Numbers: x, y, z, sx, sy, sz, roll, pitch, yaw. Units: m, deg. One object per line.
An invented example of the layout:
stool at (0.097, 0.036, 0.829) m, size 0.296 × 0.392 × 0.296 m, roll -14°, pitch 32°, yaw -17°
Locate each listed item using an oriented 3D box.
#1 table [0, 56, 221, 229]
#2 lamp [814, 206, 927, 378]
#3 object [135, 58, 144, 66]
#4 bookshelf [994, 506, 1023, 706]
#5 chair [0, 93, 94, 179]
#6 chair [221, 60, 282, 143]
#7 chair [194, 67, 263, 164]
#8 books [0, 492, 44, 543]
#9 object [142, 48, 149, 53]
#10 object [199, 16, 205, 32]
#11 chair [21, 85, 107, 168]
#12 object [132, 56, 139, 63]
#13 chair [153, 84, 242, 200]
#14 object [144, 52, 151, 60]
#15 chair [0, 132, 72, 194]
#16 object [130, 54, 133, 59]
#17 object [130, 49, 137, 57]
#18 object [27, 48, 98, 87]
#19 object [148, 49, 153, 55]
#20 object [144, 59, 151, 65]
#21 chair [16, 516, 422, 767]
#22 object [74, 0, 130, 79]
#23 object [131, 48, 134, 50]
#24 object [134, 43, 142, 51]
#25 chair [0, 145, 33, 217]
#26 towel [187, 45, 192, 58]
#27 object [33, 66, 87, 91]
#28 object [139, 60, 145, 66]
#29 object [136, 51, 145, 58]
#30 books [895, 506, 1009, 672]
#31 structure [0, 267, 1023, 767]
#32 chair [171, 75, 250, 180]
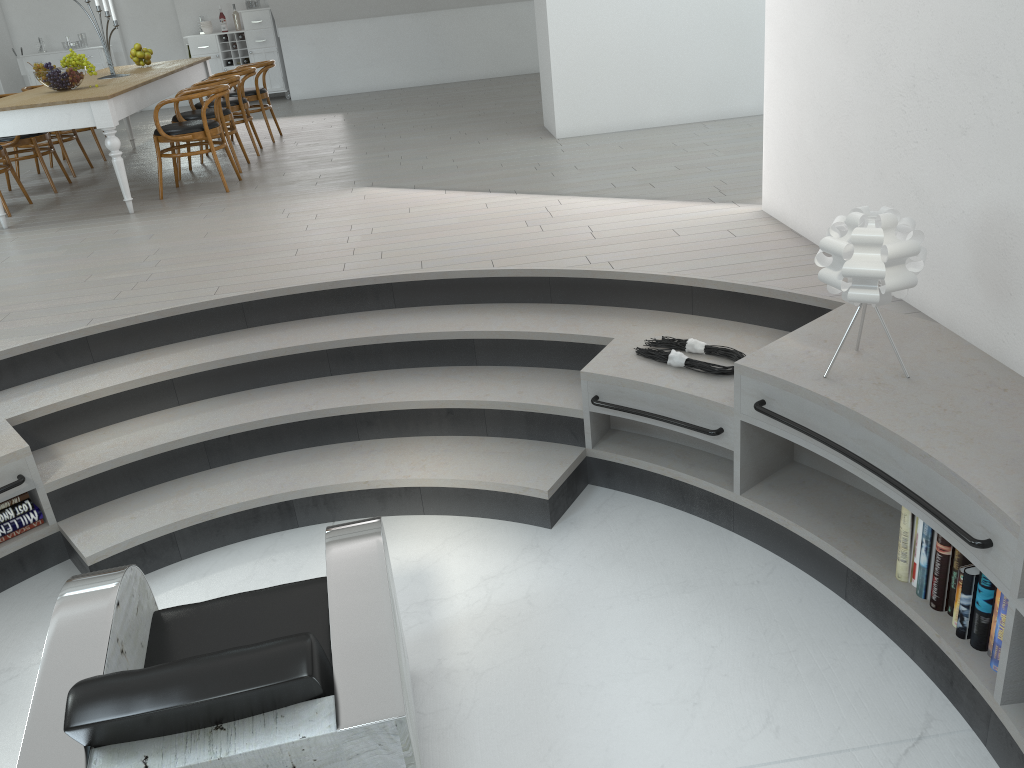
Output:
table at (-3.292, -2.156, 7.459) m, size 1.018 × 0.790 × 3.385 m, roll -8°, pitch 25°, yaw -3°
lamp at (1.116, -0.288, 2.779) m, size 0.306 × 0.519 × 0.308 m, roll -12°, pitch 25°, yaw -14°
object at (-3.465, -2.997, 8.241) m, size 0.078 × 0.073 × 0.081 m, roll 14°, pitch 31°, yaw 37°
bookshelf at (-0.546, 0.634, 0.805) m, size 4.334 × 1.860 × 2.131 m, roll -8°, pitch 24°, yaw -4°
chair at (-4.188, -2.200, 7.840) m, size 0.621 × 0.727 × 0.533 m, roll -6°, pitch 24°, yaw -1°
chair at (-2.532, -2.715, 8.568) m, size 0.621 × 0.727 × 0.533 m, roll -7°, pitch 24°, yaw -1°
chair at (-2.519, -2.406, 7.902) m, size 0.622 × 0.727 × 0.533 m, roll -10°, pitch 24°, yaw -8°
books at (-2.098, 0.581, 3.286) m, size 0.241 × 0.166 × 0.670 m, roll 11°, pitch 30°, yaw 33°
object at (-3.392, -3.079, 8.196) m, size 0.058 × 0.056 × 0.053 m, roll -2°, pitch 25°, yaw 10°
object at (-4.138, -4.805, 11.834) m, size 0.115 × 0.207 × 0.066 m, roll -7°, pitch 24°, yaw -2°
chair at (-4.258, -2.502, 8.503) m, size 0.622 × 0.727 × 0.533 m, roll -9°, pitch 24°, yaw -7°
object at (-3.463, -2.988, 8.163) m, size 0.060 × 0.055 × 0.060 m, roll -10°, pitch 25°, yaw -8°
chair at (-2.332, -1.805, 6.573) m, size 0.621 × 0.727 × 0.533 m, roll -6°, pitch 24°, yaw -1°
object at (-3.369, -3.029, 8.188) m, size 0.071 × 0.071 × 0.071 m, roll -25°, pitch 30°, yaw -35°
chair at (-4.047, -1.906, 7.178) m, size 0.622 × 0.727 × 0.533 m, roll -9°, pitch 24°, yaw -7°
object at (-3.510, -3.037, 8.219) m, size 0.062 × 0.059 × 0.063 m, roll -6°, pitch 24°, yaw 0°
object at (-3.480, -3.045, 8.161) m, size 0.066 × 0.070 × 0.073 m, roll -22°, pitch 29°, yaw -31°
object at (-3.286, -2.296, 6.490) m, size 0.396 × 0.281 × 0.294 m, roll -25°, pitch 31°, yaw -36°
object at (-3.374, -3.089, 8.251) m, size 0.063 × 0.063 × 0.062 m, roll -26°, pitch 31°, yaw -37°
object at (-3.392, -3.003, 8.254) m, size 0.063 × 0.063 × 0.064 m, roll -3°, pitch 24°, yaw 7°
chair at (-0.683, 0.801, 2.269) m, size 0.823 × 0.712 × 0.749 m, roll -10°, pitch 25°, yaw -8°
object at (-3.401, -2.975, 7.280) m, size 0.266 × 0.865 × 0.780 m, roll -19°, pitch 27°, yaw -27°
object at (-3.506, -3.092, 8.232) m, size 0.062 × 0.059 × 0.063 m, roll -7°, pitch 24°, yaw -3°
object at (-3.447, -3.104, 8.170) m, size 0.072 × 0.073 × 0.073 m, roll -8°, pitch 24°, yaw -4°
chair at (-4.026, -1.597, 6.511) m, size 0.621 × 0.727 × 0.533 m, roll -8°, pitch 24°, yaw -4°
towel at (-4.292, -4.439, 11.835) m, size 0.049 × 0.201 × 0.151 m, roll -7°, pitch 24°, yaw -3°
object at (-3.307, -2.242, 6.527) m, size 0.361 × 0.158 × 0.363 m, roll -16°, pitch 27°, yaw -21°
object at (-3.419, -2.966, 8.199) m, size 0.050 × 0.050 × 0.051 m, roll -6°, pitch 24°, yaw 0°
object at (-3.412, -3.024, 8.140) m, size 0.071 × 0.063 × 0.073 m, roll -10°, pitch 25°, yaw -10°
books at (1.291, 0.578, 1.906) m, size 0.390 × 0.688 × 1.659 m, roll -4°, pitch 25°, yaw 6°
structure at (-0.626, 0.752, 2.372) m, size 4.725 × 0.686 × 4.745 m, roll 14°, pitch 32°, yaw 37°
chair at (-2.454, -2.101, 7.235) m, size 0.621 × 0.727 × 0.533 m, roll -8°, pitch 24°, yaw -4°
